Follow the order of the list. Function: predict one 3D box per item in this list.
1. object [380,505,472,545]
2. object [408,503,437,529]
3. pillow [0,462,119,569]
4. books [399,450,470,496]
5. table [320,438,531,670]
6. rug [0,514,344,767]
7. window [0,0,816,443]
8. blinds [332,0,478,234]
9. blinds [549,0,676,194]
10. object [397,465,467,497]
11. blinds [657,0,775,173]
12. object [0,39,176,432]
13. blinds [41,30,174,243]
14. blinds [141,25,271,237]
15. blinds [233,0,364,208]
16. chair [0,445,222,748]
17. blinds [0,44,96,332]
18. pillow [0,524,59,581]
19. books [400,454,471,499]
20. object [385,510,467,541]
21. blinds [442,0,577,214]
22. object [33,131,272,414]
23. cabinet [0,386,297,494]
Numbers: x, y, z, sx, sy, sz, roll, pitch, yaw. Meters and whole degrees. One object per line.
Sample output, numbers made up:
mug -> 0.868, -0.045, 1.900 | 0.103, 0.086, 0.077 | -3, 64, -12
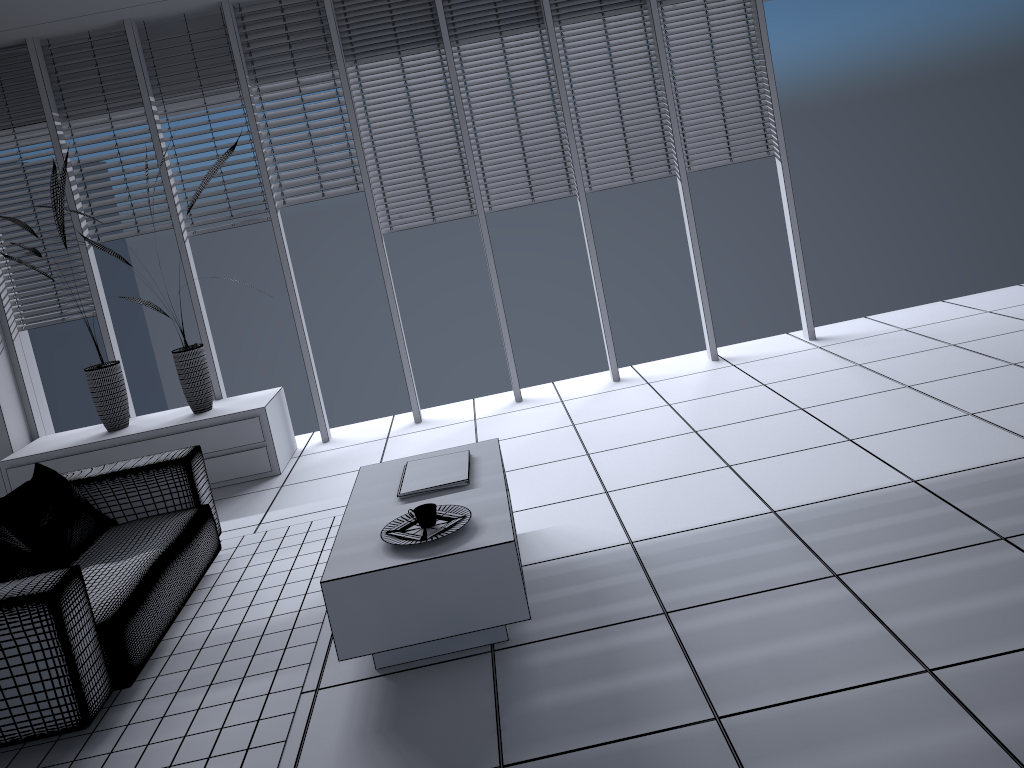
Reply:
object -> -0.302, 0.507, 3.125 | 0.328, 0.024, 0.336 | -4, 15, 27
object -> -0.307, 0.472, 3.117 | 0.097, 0.068, 0.085 | -15, 11, -20
pillow -> -2.036, 0.578, 3.911 | 0.301, 0.392, 0.575 | -12, 11, -4
books -> -0.319, 0.368, 3.708 | 0.285, 0.008, 0.423 | -11, 13, 0
table -> -0.307, 0.634, 3.501 | 0.650, 0.382, 1.222 | -12, 12, -1
rug -> -1.622, 1.098, 3.482 | 1.799, 0.001, 2.271 | -12, 13, -1
window -> -0.814, -1.234, 6.072 | 5.506, 3.081, 0.101 | -12, 7, -2
blinds -> -0.722, -1.931, 6.085 | 0.715, 1.665, 0.048 | -12, 7, -2
blinds -> 0.678, -2.223, 6.140 | 0.715, 1.665, 0.048 | -12, 7, -2
object -> -0.327, 0.377, 3.709 | 0.285, 0.008, 0.423 | -11, 13, 0
blinds -> 1.381, -2.369, 6.168 | 0.715, 1.665, 0.048 | -12, 7, -2
object -> -2.887, -1.174, 5.758 | 1.419, 2.943, 0.504 | -7, 8, 27
blinds -> -2.715, -1.675, 5.989 | 0.637, 1.345, 0.051 | -12, 7, -2
blinds -> -2.069, -1.728, 6.023 | 0.637, 1.336, 0.058 | -12, 7, -2
blinds -> -1.453, -1.939, 6.040 | 0.637, 1.356, 0.039 | -12, 7, -2
chair -> -1.864, 0.821, 3.647 | 0.960, 0.543, 1.678 | -12, 12, -1
blinds -> -3.300, -1.325, 5.991 | 0.637, 1.855, 0.058 | -12, 7, -2
pillow -> -1.996, 0.727, 3.338 | 0.340, 0.383, 0.576 | -12, 11, -4
books -> -0.317, 0.380, 3.721 | 0.285, 0.008, 0.423 | -11, 13, 0
object -> -0.304, 0.502, 3.120 | 0.214, 0.012, 0.221 | 1, 18, 43
blinds -> -0.028, -2.075, 6.113 | 0.715, 1.665, 0.048 | -12, 7, -2
object -> -2.244, -0.672, 5.522 | 1.555, 1.837, 0.700 | -13, 8, -7
cabinet -> -2.345, 0.469, 5.808 | 1.676, 0.443, 0.607 | -12, 11, -2
